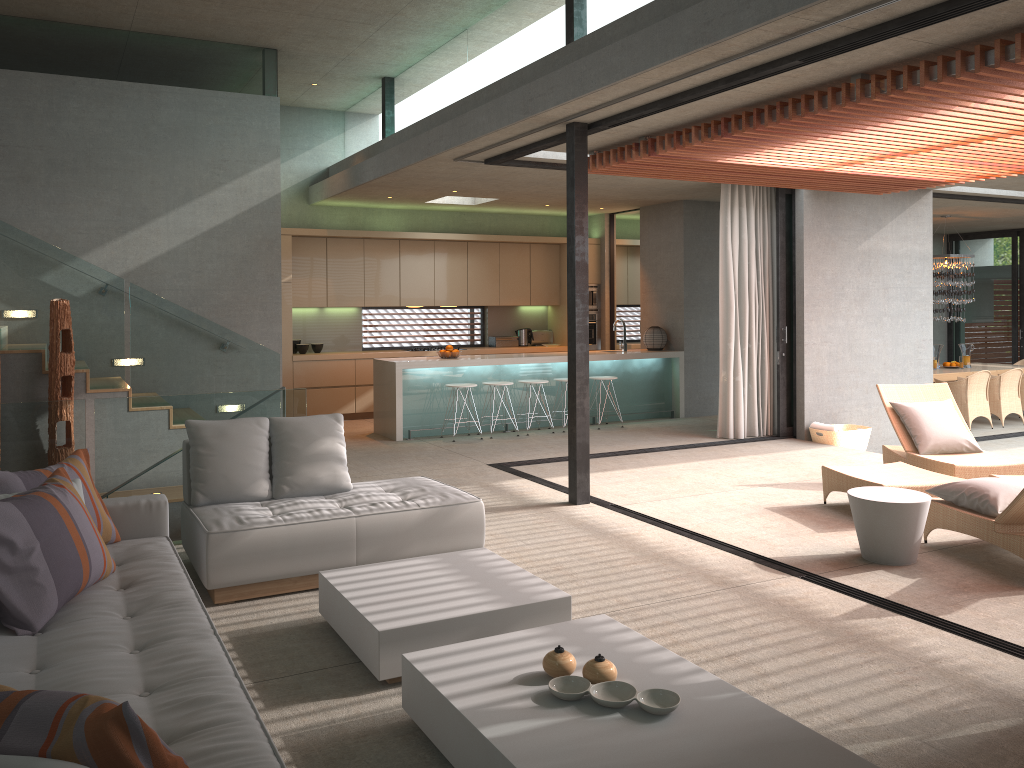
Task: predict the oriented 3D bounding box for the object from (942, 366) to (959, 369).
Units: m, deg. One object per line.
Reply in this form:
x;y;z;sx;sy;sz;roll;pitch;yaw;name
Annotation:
7.135;-0.274;14.348;0.310;0.034;0.311;3;6;31;object

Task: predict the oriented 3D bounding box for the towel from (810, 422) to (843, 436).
3.586;0.595;9.929;0.309;0.311;0.370;-2;3;-27;towel

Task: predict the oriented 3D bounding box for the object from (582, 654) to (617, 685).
0.299;0.974;3.016;0.119;0.106;0.120;-2;3;-23;object

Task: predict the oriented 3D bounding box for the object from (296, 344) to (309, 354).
-2.833;-0.470;11.960;0.169;0.126;0.169;-3;5;-41;object

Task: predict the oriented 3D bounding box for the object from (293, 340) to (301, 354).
-2.994;-0.509;12.066;0.225;0.188;0.226;2;4;40;object

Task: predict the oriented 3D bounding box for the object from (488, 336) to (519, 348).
-0.128;-0.648;13.548;0.400;0.160;0.241;-3;4;-27;object

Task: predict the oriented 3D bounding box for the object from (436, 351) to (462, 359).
-0.769;-0.356;10.787;0.315;0.082;0.316;-3;5;-27;object

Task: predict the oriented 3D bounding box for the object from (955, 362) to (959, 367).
7.198;-0.307;14.288;0.087;0.087;0.087;-2;3;-37;object

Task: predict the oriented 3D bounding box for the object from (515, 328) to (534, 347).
0.188;-0.725;13.671;0.278;0.285;0.177;-1;2;-22;object

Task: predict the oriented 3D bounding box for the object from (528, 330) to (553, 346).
0.447;-0.724;13.859;0.390;0.247;0.150;-2;2;-27;object

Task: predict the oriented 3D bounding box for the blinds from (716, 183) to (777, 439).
2.750;-0.858;10.234;0.885;2.932;0.229;-1;1;-31;blinds

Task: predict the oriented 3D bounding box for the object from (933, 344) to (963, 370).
6.948;-0.441;14.261;0.541;0.386;0.325;-1;2;-11;object

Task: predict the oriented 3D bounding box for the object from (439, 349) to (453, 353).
-0.808;-0.372;10.743;0.173;0.100;0.096;1;3;17;object

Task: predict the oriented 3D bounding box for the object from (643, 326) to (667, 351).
1.982;-0.633;12.246;0.340;0.334;0.340;-2;3;-36;object

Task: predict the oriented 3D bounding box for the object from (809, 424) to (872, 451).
3.717;0.644;10.003;0.680;0.300;0.447;-3;4;-28;object

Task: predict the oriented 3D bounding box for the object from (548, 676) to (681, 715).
0.330;1.020;2.886;0.437;0.040;0.155;1;5;18;object

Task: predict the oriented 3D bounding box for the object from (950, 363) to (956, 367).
7.119;-0.300;14.258;0.081;0.081;0.081;0;3;2;object

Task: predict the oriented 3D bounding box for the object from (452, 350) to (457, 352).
-0.700;-0.368;10.728;0.087;0.087;0.087;-2;3;-37;object

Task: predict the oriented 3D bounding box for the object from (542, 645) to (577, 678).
0.166;0.968;3.094;0.119;0.106;0.120;0;3;7;object

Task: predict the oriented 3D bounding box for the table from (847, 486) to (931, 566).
2.303;0.871;5.404;0.475;0.393;0.476;3;4;44;table

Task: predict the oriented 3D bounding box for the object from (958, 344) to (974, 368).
7.434;-0.462;14.462;0.193;0.386;0.193;1;2;45;object

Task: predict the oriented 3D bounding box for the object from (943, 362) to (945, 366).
7.067;-0.315;14.405;0.086;0.087;0.087;1;3;23;object

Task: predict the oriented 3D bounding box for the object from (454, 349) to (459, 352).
-0.687;-0.378;10.819;0.094;0.094;0.094;-3;4;-39;object

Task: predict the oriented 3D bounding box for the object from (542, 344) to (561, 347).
0.608;-0.596;13.605;0.310;0.034;0.311;3;6;31;object

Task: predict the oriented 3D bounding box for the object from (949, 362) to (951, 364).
7.145;-0.316;14.434;0.081;0.081;0.081;-2;3;-33;object

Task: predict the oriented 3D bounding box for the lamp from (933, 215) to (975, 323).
7.109;-1.875;14.475;0.620;1.754;0.618;-1;1;-27;lamp

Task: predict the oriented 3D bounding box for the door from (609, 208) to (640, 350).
-0.912;0.071;8.281;5.777;4.467;15.362;2;5;35;door

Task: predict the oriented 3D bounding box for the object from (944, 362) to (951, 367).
7.053;-0.309;14.316;0.095;0.094;0.094;-3;3;-37;object

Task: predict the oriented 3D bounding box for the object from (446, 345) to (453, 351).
-0.766;-0.431;10.821;0.095;0.094;0.094;-1;3;-7;object

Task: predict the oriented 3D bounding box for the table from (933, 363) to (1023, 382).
7.066;0.126;14.316;3.260;0.756;1.283;-3;5;-27;table

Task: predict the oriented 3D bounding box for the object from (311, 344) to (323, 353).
-2.685;-0.492;12.187;0.169;0.126;0.169;-3;5;-41;object

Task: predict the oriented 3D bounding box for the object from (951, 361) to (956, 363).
7.143;-0.349;14.300;0.071;0.048;0.071;1;4;23;object
